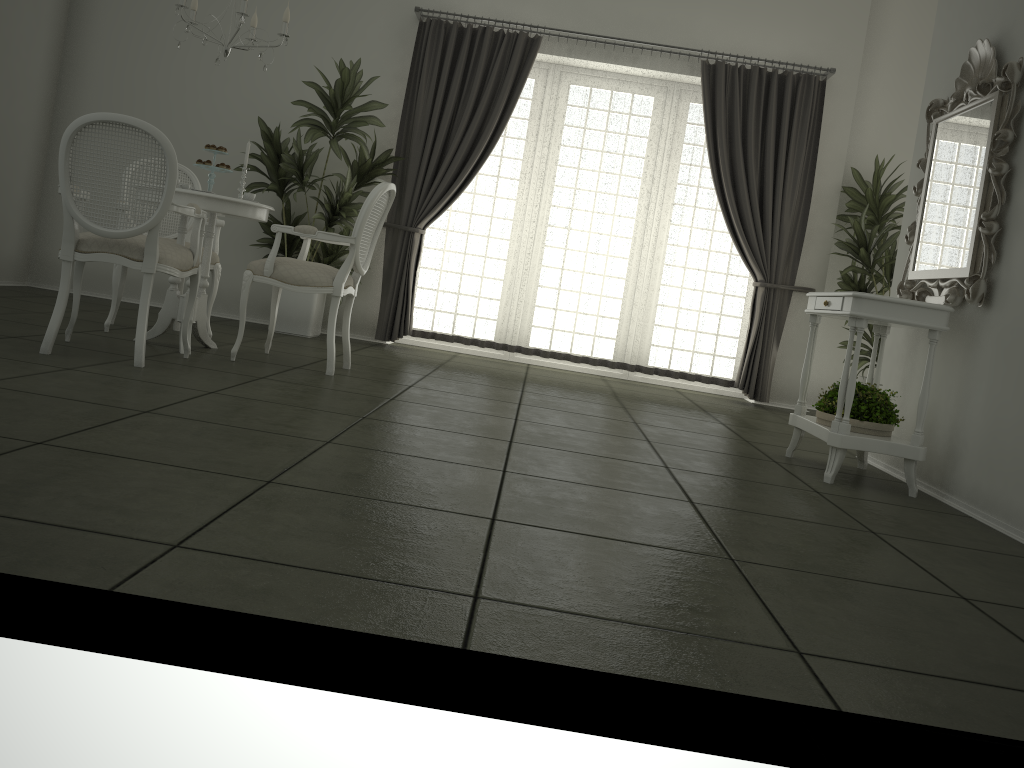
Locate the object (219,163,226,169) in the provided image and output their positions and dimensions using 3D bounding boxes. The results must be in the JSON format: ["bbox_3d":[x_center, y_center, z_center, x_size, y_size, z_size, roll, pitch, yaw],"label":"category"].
[{"bbox_3d":[-1.555,-1.173,4.744,0.039,0.032,0.040,6,5,-37],"label":"object"}]

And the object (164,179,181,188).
[{"bbox_3d":[-1.733,-1.024,4.509,0.062,0.049,0.078,10,5,11],"label":"object"}]

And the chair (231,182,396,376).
[{"bbox_3d":[-1.055,-0.621,4.821,0.690,1.062,0.596,9,2,2],"label":"chair"}]

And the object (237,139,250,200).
[{"bbox_3d":[-1.501,-1.194,4.954,0.087,0.364,0.088,9,1,-21],"label":"object"}]

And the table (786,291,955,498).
[{"bbox_3d":[1.562,0.013,3.973,0.433,0.804,0.700,9,3,1],"label":"table"}]

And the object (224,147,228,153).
[{"bbox_3d":[-1.567,-1.270,4.801,0.039,0.032,0.040,5,5,-42],"label":"object"}]

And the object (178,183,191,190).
[{"bbox_3d":[-1.819,-1.085,4.902,0.062,0.049,0.078,8,5,-18],"label":"object"}]

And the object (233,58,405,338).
[{"bbox_3d":[-1.526,-1.420,6.702,1.167,2.093,1.037,10,2,20],"label":"object"}]

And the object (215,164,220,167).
[{"bbox_3d":[-1.614,-1.194,4.856,0.040,0.032,0.039,13,5,42],"label":"object"}]

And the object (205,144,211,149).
[{"bbox_3d":[-1.638,-1.278,4.762,0.040,0.032,0.039,11,5,32],"label":"object"}]

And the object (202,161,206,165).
[{"bbox_3d":[-1.678,-1.201,4.821,0.039,0.032,0.040,6,5,-37],"label":"object"}]

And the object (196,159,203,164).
[{"bbox_3d":[-1.680,-1.193,4.748,0.039,0.032,0.040,6,5,-37],"label":"object"}]

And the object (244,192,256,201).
[{"bbox_3d":[-1.425,-1.013,4.812,0.063,0.049,0.077,12,5,34],"label":"object"}]

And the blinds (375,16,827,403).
[{"bbox_3d":[0.656,-1.368,7.050,3.661,2.600,0.661,9,1,2],"label":"blinds"}]

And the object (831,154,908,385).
[{"bbox_3d":[2.967,-0.710,6.715,1.167,2.093,1.037,10,2,20],"label":"object"}]

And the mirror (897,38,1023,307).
[{"bbox_3d":[2.001,-0.946,3.958,0.082,1.207,0.840,9,2,1],"label":"mirror"}]

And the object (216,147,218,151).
[{"bbox_3d":[-1.601,-1.278,4.823,0.040,0.032,0.039,11,4,22],"label":"object"}]

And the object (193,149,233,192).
[{"bbox_3d":[-1.624,-1.137,4.783,0.212,0.248,0.210,11,3,34],"label":"object"}]

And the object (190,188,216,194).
[{"bbox_3d":[-1.588,-0.985,4.537,0.118,0.016,0.119,8,6,-8],"label":"object"}]

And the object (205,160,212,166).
[{"bbox_3d":[-1.619,-1.179,4.709,0.039,0.032,0.040,7,5,-32],"label":"object"}]

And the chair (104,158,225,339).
[{"bbox_3d":[-2.111,-0.842,5.329,0.591,1.062,0.696,8,3,-33],"label":"chair"}]

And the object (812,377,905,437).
[{"bbox_3d":[1.559,0.088,3.975,0.373,0.231,0.348,9,4,-3],"label":"object"}]

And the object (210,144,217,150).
[{"bbox_3d":[-1.604,-1.270,4.740,0.040,0.032,0.039,11,4,22],"label":"object"}]

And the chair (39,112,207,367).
[{"bbox_3d":[-1.768,-0.650,4.034,0.594,1.062,0.693,9,2,-8],"label":"chair"}]

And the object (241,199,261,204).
[{"bbox_3d":[-1.433,-0.989,4.806,0.118,0.016,0.119,8,6,-8],"label":"object"}]

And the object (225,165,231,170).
[{"bbox_3d":[-1.552,-1.180,4.817,0.039,0.032,0.039,11,4,22],"label":"object"}]

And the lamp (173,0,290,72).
[{"bbox_3d":[-1.339,-2.937,4.737,0.589,2.434,0.598,9,1,-21],"label":"lamp"}]

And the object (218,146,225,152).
[{"bbox_3d":[-1.568,-1.266,4.760,0.039,0.032,0.039,10,4,7],"label":"object"}]

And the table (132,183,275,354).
[{"bbox_3d":[-1.721,-0.605,4.769,0.740,0.828,0.743,9,3,-1],"label":"table"}]
